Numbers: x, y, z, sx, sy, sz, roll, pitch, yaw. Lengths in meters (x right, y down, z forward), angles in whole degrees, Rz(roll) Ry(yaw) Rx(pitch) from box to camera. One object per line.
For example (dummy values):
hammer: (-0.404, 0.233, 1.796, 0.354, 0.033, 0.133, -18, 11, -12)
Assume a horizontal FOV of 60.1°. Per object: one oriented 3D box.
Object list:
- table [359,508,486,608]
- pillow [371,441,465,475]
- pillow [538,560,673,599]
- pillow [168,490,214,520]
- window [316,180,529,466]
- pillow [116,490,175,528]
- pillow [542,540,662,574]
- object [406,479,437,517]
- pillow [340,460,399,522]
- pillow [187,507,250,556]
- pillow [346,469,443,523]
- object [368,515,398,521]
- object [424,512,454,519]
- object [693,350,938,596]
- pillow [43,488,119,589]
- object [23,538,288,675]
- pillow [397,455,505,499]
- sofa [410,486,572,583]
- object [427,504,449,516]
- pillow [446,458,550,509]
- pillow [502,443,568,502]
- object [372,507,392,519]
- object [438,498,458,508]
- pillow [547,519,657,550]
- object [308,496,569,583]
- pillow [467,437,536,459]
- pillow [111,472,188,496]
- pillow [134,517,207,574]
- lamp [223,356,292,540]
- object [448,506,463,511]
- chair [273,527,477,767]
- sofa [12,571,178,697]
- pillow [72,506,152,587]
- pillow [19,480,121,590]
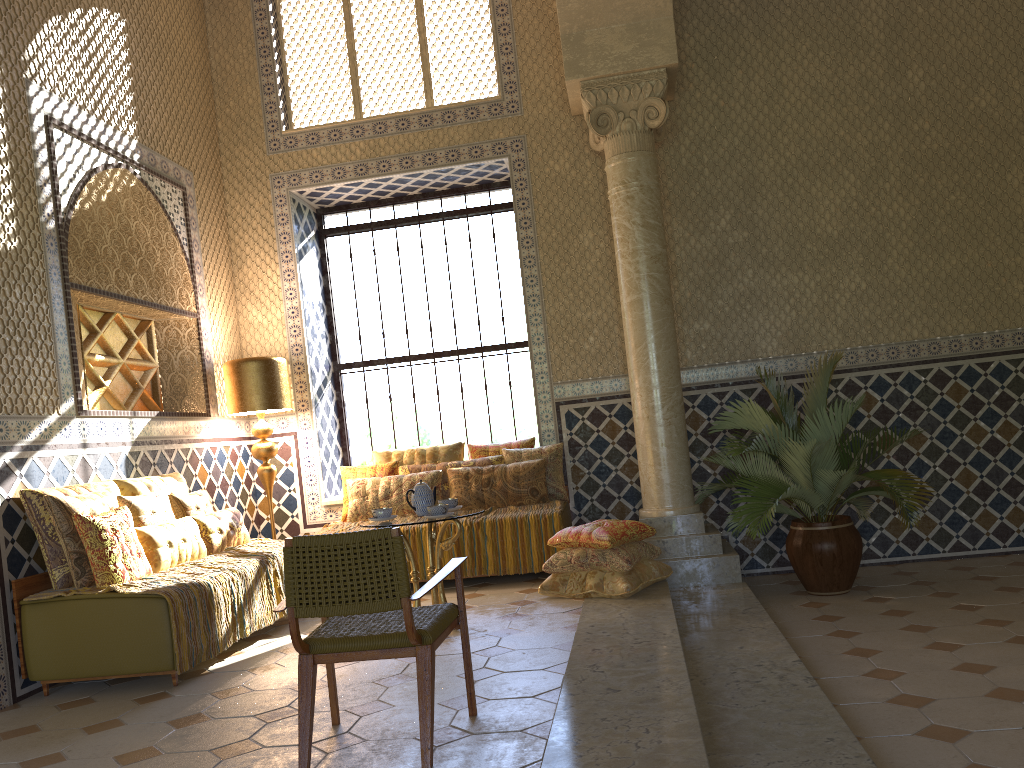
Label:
table: (-0.726, 1.643, 7.724, 1.104, 0.980, 1.098, -8, -2, 37)
pillow: (-1.139, 1.169, 10.802, 1.193, 0.832, 0.422, -7, -1, 8)
pillow: (0.932, 1.904, 8.713, 0.994, 0.368, 1.041, -8, -3, 33)
pillow: (-3.106, 1.372, 8.731, 0.313, 0.637, 0.682, -6, -2, 8)
window: (-3.905, -0.263, 12.026, 8.487, 3.990, 0.574, -6, 0, 4)
pillow: (-3.216, 1.308, 7.935, 0.341, 0.693, 0.741, -6, -2, 8)
pillow: (0.890, 1.705, 8.706, 0.934, 0.347, 0.879, -8, -3, 28)
object: (-0.788, 0.998, 7.764, 0.273, 0.323, 0.199, -6, -1, -3)
pillow: (-1.713, 1.301, 10.660, 0.741, 0.693, 0.340, -6, -1, 8)
pillow: (-2.881, 1.476, 8.749, 0.271, 0.450, 0.983, -6, -3, 7)
pillow: (-1.379, 1.334, 10.375, 1.192, 0.546, 0.329, -7, -1, 8)
object: (-1.131, 1.182, 7.774, 0.255, 0.032, 0.256, -5, -3, -14)
object: (-0.612, 1.105, 7.418, 0.256, 0.032, 0.256, -6, -3, 4)
object: (3.242, 0.903, 9.131, 2.640, 2.501, 2.168, -6, -1, -6)
pillow: (-3.395, 1.250, 7.209, 0.384, 0.780, 0.834, -6, -2, 8)
object: (-2.863, 1.923, 7.982, 1.315, 0.717, 2.888, -7, -3, 8)
pillow: (-0.718, 1.214, 10.505, 1.342, 0.615, 0.370, -7, -1, 8)
sofa: (-0.744, 1.832, 10.269, 2.851, 0.937, 1.274, -7, -2, 8)
object: (-0.615, 1.067, 7.418, 0.183, 0.100, 0.184, -6, -3, 4)
pillow: (-0.172, 1.193, 10.210, 1.192, 0.546, 0.329, -7, -1, 8)
pillow: (0.265, 1.069, 10.391, 0.741, 0.693, 0.340, -6, -1, 8)
object: (-1.136, 1.145, 7.773, 0.183, 0.100, 0.183, -6, -3, -11)
object: (-0.578, 1.100, 8.053, 0.183, 0.100, 0.183, -6, -3, -4)
pillow: (0.882, 1.496, 8.696, 0.807, 0.310, 0.746, -9, -4, 42)
object: (-0.792, 1.825, 10.212, 2.888, 0.717, 1.315, -7, -3, 8)
pillow: (-0.108, 1.081, 10.720, 0.856, 0.800, 0.393, -6, -1, 8)
pillow: (-3.408, 1.293, 8.643, 0.422, 0.832, 1.193, -6, -2, 7)
pillow: (-3.006, 1.436, 7.821, 0.271, 0.450, 0.983, -6, -3, 7)
lamp: (-2.882, 1.114, 10.447, 0.735, 2.813, 0.738, -6, 0, -23)
object: (-0.574, 1.138, 8.054, 0.255, 0.032, 0.256, -5, -3, -14)
chair: (-0.759, 1.368, 4.880, 0.951, 1.209, 0.907, -6, -1, 8)
sofa: (-2.921, 1.939, 8.003, 1.274, 0.936, 2.851, -7, -3, 7)
pillow: (-3.146, 1.308, 7.032, 0.345, 0.651, 0.685, -6, -2, 7)
pillow: (-3.567, 1.242, 7.457, 0.422, 0.832, 1.193, -6, -2, 7)
